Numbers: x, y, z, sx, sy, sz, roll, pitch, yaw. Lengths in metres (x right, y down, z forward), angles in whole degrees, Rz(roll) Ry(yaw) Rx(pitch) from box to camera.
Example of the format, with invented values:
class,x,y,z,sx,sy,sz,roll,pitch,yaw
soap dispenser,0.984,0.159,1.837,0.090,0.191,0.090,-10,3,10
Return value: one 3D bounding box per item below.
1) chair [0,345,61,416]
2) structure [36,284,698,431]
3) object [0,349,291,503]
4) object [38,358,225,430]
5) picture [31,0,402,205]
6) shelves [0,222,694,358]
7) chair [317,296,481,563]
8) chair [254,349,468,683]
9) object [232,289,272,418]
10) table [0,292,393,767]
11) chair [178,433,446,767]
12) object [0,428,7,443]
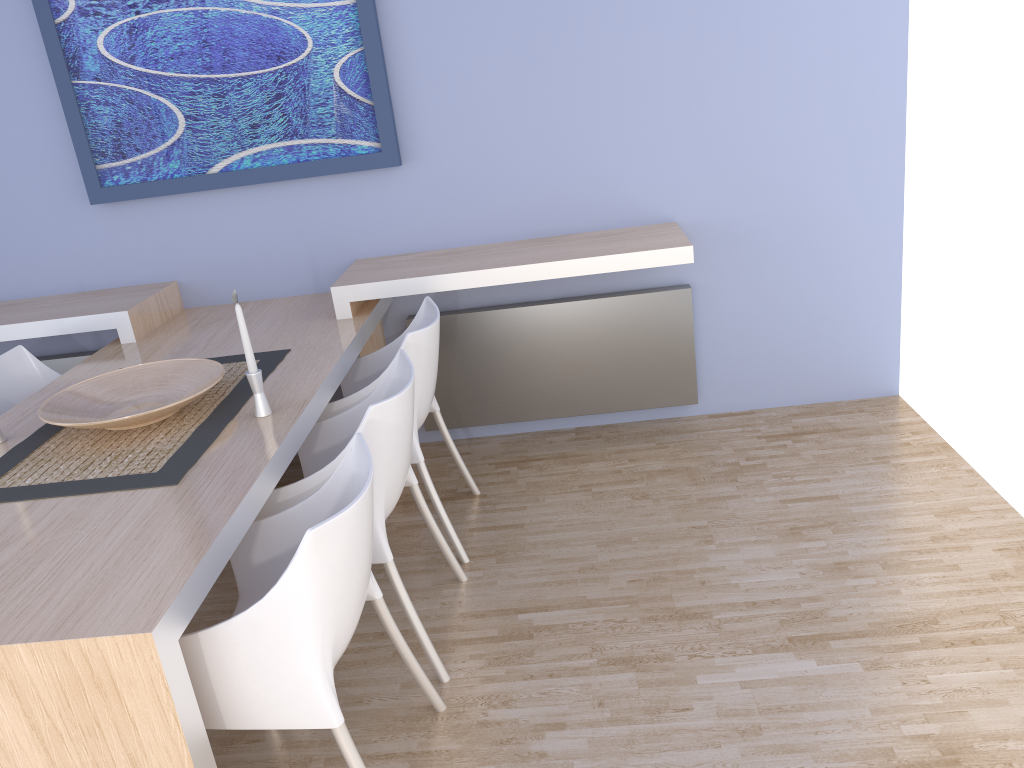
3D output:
class,x,y,z,sx,sy,sz,roll,pitch,yaw
chair,-1.559,0.286,3.100,0.486,0.793,0.510,-6,20,5
structure,-1.157,0.039,3.802,3.843,0.503,0.064,-6,20,5
object,-1.042,0.089,2.503,0.594,0.005,0.986,-6,20,4
object,-1.051,0.049,2.491,0.493,0.081,0.493,1,22,22
picture,-1.107,-1.202,3.335,1.252,0.901,0.049,-6,20,5
shelves,-1.241,0.030,3.609,3.901,0.840,0.463,-6,20,5
chair,-0.420,0.155,3.038,0.486,0.793,0.510,-6,20,5
chair,-0.444,0.361,2.488,0.486,0.793,0.510,-6,20,5
object,-0.691,-0.081,2.330,0.045,0.349,0.045,-6,20,5
table,-1.001,0.388,2.727,1.002,0.718,2.340,-6,20,5
chair,-0.468,0.570,1.931,0.486,0.793,0.510,-6,20,5
object,-1.444,-0.002,2.392,0.045,0.349,0.045,12,28,43
